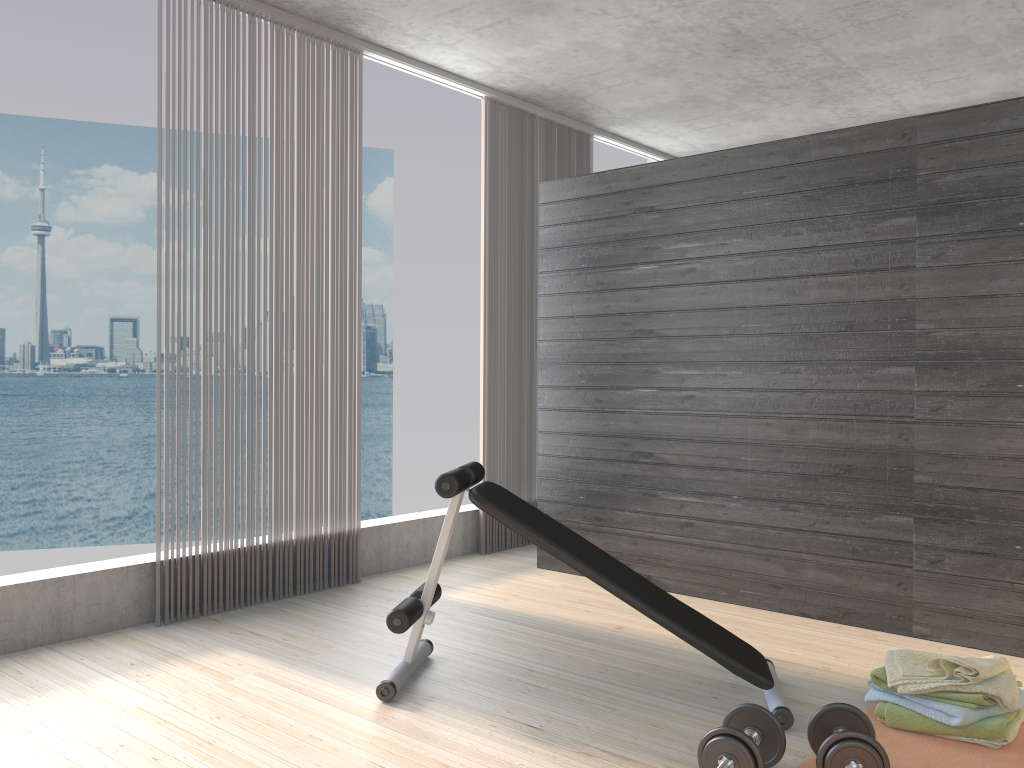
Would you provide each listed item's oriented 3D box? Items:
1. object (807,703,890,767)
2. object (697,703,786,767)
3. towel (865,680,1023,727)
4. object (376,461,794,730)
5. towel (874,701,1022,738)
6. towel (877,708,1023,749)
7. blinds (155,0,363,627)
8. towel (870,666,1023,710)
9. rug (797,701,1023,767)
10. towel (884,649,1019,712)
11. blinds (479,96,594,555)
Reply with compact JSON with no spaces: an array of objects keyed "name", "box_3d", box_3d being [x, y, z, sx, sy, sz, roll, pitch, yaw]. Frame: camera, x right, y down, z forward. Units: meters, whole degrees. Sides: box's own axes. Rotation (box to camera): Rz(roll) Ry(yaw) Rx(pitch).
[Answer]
[{"name":"object","box_3d":[0.874,0.955,2.316,0.176,0.176,0.385,0,0,12]},{"name":"object","box_3d":[0.609,0.963,2.342,0.176,0.176,0.385,1,1,32]},{"name":"towel","box_3d":[1.357,0.977,2.780,0.383,0.078,0.383,0,1,-33]},{"name":"object","box_3d":[0.246,0.665,3.017,1.312,0.746,0.505,0,0,10]},{"name":"towel","box_3d":[1.361,1.002,2.756,0.367,0.081,0.380,1,1,38]},{"name":"towel","box_3d":[1.379,1.025,2.766,0.371,0.044,0.376,1,1,39]},{"name":"blinds","box_3d":[-1.143,-0.349,4.168,0.069,2.744,1.133,1,1,41]},{"name":"towel","box_3d":[1.366,0.940,2.804,0.376,0.085,0.371,0,1,-45]},{"name":"rug","box_3d":[0.711,1.051,1.791,0.716,0.002,2.779,1,1,41]},{"name":"towel","box_3d":[1.366,0.886,2.776,0.373,0.123,0.384,1,0,24]},{"name":"blinds","box_3d":[0.180,-0.354,5.713,0.069,2.744,1.133,1,1,41]}]
